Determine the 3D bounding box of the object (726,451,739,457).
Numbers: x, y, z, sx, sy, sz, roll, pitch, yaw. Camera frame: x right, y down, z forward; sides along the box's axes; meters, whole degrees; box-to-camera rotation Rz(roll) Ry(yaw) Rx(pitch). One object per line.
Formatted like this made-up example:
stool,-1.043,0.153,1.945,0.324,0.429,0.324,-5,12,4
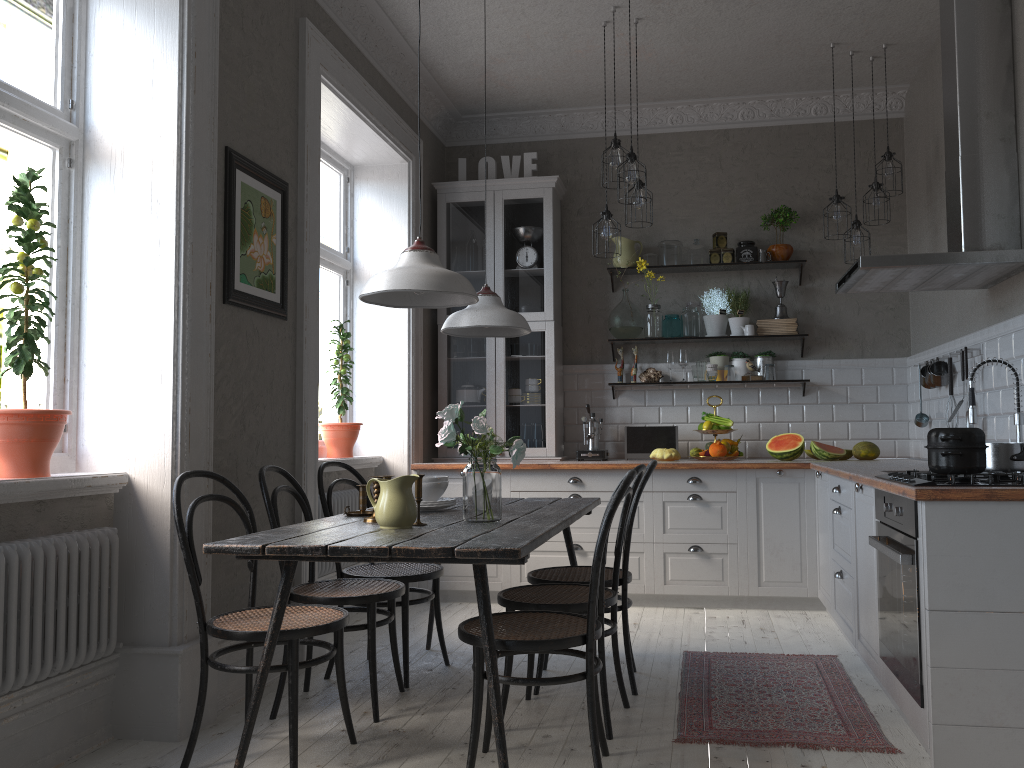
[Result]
object,1.410,0.453,5.678,0.069,0.051,0.088,2,-4,-31

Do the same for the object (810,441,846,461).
object,1.945,0.409,5.422,0.225,0.127,0.148,0,-3,-7

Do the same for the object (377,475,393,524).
object,-0.423,0.386,2.992,0.061,0.172,0.063,-2,-4,32

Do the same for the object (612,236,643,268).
object,0.783,-0.892,6.066,0.188,0.216,0.176,-2,-4,24

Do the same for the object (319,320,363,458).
object,-1.006,0.024,5.200,0.254,0.813,0.265,-3,-4,38

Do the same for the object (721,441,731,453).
object,1.363,0.408,5.697,0.087,0.078,0.089,-3,-4,37

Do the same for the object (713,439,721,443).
object,1.355,0.405,5.815,0.085,0.093,0.087,-1,-3,7

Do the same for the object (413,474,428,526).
object,-0.310,0.384,2.936,0.058,0.167,0.060,-2,-4,24

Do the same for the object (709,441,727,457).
object,1.308,0.416,5.629,0.114,0.110,0.110,1,-4,-22

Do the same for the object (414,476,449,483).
object,-0.342,0.416,3.527,0.179,0.094,0.180,-1,-3,2

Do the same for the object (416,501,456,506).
object,-0.341,0.480,3.524,0.241,0.027,0.234,1,-4,-21

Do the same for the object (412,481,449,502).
object,-0.342,0.436,3.526,0.179,0.094,0.180,-1,-3,2

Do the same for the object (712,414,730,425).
object,1.372,0.241,5.798,0.177,0.096,0.090,-2,-4,31

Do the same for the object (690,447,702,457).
object,1.217,0.450,5.790,0.075,0.072,0.155,-3,-4,40

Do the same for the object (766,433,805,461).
object,1.702,0.393,5.516,0.231,0.174,0.221,-3,-4,32

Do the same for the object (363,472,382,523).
object,-0.467,0.391,3.073,0.096,0.172,0.095,0,-3,-8

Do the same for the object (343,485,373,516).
object,-0.561,0.437,3.331,0.140,0.112,0.139,0,-3,-7

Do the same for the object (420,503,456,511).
object,-0.341,0.489,3.523,0.233,0.027,0.242,-2,-4,29

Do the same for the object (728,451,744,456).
object,1.419,0.451,5.802,0.055,0.044,0.212,3,-5,-41

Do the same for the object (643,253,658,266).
object,0.952,-0.838,6.094,0.102,0.111,0.104,-1,-3,10

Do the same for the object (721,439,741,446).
object,1.423,0.384,5.762,0.126,0.056,0.060,-1,-3,2

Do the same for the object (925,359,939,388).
object,2.349,-0.060,4.901,0.107,0.161,0.138,-1,-3,13

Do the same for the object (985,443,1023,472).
object,1.736,0.230,3.020,0.178,0.134,0.297,3,-5,-45

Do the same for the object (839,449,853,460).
object,2.077,0.444,5.576,0.203,0.073,0.118,1,-4,-26

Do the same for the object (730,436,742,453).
object,1.448,0.389,5.750,0.060,0.120,0.128,-3,-4,35

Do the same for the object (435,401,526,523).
object,-0.105,0.264,3.031,0.310,0.414,0.253,-1,-3,9

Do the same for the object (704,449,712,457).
object,1.267,0.460,5.760,0.070,0.076,0.228,0,-3,-6

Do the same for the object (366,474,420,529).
object,-0.381,0.378,2.863,0.152,0.170,0.133,1,-4,-28

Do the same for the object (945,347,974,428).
object,2.215,0.046,4.410,0.080,0.443,0.331,-1,-3,12

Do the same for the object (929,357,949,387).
object,2.313,-0.067,4.778,0.106,0.161,0.139,-2,-4,28

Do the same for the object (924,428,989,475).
object,1.425,0.214,2.841,0.191,0.147,0.191,0,-3,-10

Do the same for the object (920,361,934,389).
object,2.375,-0.052,5.028,0.107,0.161,0.139,-2,-4,23

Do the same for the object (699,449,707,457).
object,1.249,0.450,5.747,0.083,0.057,0.090,-4,-5,43

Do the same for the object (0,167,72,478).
object,-1.516,-0.206,2.758,0.276,0.991,0.264,3,-4,-40

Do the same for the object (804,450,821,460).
object,1.981,0.454,5.690,0.196,0.067,0.104,-1,-4,17

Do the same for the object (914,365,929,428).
object,2.436,0.070,5.277,0.076,0.379,0.083,-1,-3,11

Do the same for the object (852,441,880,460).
object,2.201,0.415,5.506,0.207,0.119,0.130,1,-4,-27

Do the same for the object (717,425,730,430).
object,1.365,0.294,5.732,0.076,0.062,0.099,1,-4,-16

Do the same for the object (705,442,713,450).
object,1.326,0.417,5.827,0.077,0.076,0.157,-3,-4,37

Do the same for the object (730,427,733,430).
object,1.411,0.292,5.755,0.051,0.050,0.050,-2,-4,20

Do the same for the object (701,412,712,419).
object,1.266,0.208,5.754,0.073,0.058,0.050,0,-3,-13

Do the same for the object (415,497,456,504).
object,-0.341,0.472,3.524,0.233,0.027,0.242,-3,-4,34
